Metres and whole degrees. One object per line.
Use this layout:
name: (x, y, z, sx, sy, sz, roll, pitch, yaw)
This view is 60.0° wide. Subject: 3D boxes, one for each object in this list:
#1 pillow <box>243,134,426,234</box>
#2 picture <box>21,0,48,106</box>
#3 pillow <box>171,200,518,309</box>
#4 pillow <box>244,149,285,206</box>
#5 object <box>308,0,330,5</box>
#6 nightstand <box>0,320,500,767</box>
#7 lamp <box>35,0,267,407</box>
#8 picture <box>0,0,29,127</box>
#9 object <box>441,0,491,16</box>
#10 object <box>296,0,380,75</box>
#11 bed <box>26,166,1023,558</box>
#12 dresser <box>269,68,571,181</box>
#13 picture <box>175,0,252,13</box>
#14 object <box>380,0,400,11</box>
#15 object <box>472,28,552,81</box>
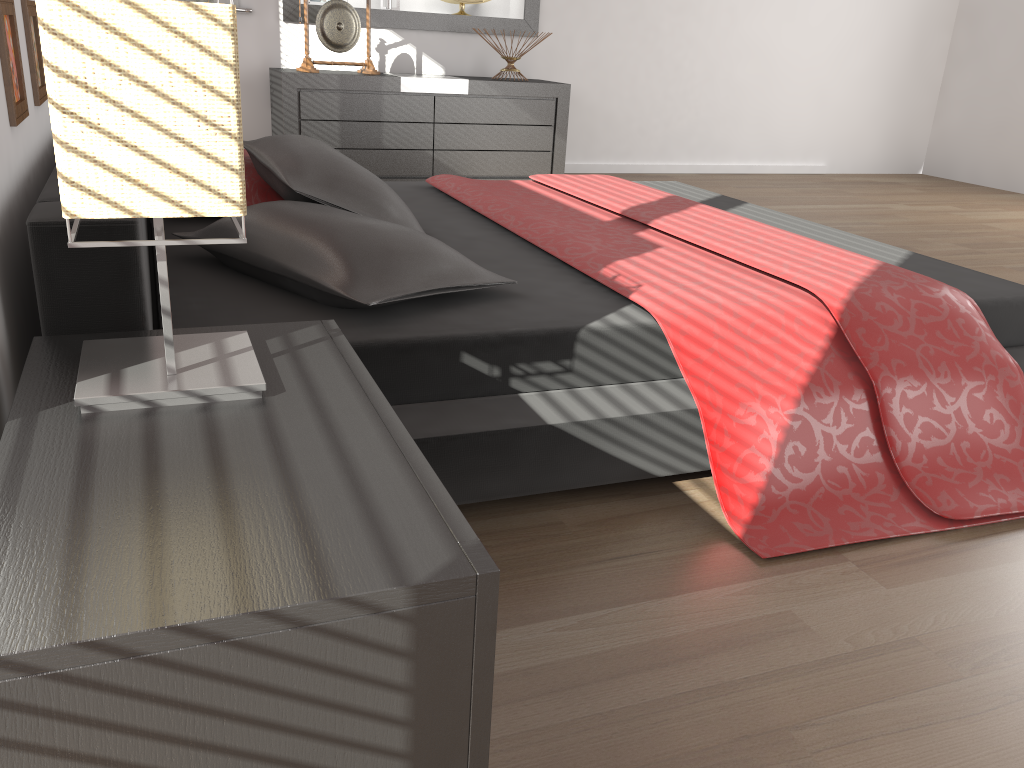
pillow: (-0.489, -0.543, 2.429, 0.386, 0.241, 0.744, -7, 23, -25)
picture: (-0.999, -0.695, 1.857, 0.010, 0.200, 0.200, -5, 23, -21)
pillow: (-0.385, -0.306, 1.975, 0.745, 0.172, 0.418, 22, 28, 39)
pillow: (-0.768, -0.624, 2.740, 0.418, 0.172, 0.745, 2, 21, -3)
object: (-1.118, -2.324, 5.256, 0.226, 0.146, 0.041, -15, 28, -39)
nightstand: (-0.329, 0.241, 1.029, 0.413, 0.423, 0.700, -5, 23, -21)
lamp: (-0.399, -0.242, 0.986, 0.200, 0.480, 0.200, -5, 23, -21)
picture: (-0.848, -0.550, 1.504, 0.010, 0.200, 0.200, -5, 23, -21)
object: (-0.315, -2.384, 5.593, 0.350, 0.116, 0.181, -10, 25, -30)
object: (-0.968, -1.997, 4.940, 0.490, 0.498, 0.173, -12, 26, -35)
bed: (0.112, -0.391, 2.520, 2.413, 0.577, 2.469, -5, 23, -21)
dresser: (-0.543, -1.535, 5.338, 1.740, 0.608, 0.540, -5, 23, -21)
picture: (-1.770, -2.670, 4.690, 0.701, 1.270, 0.028, -5, 23, -21)
object: (-0.754, -2.377, 5.428, 0.159, 0.171, 0.159, 13, 23, 24)
object: (-0.005, -1.990, 5.367, 0.481, 0.282, 0.481, 17, 25, 31)
